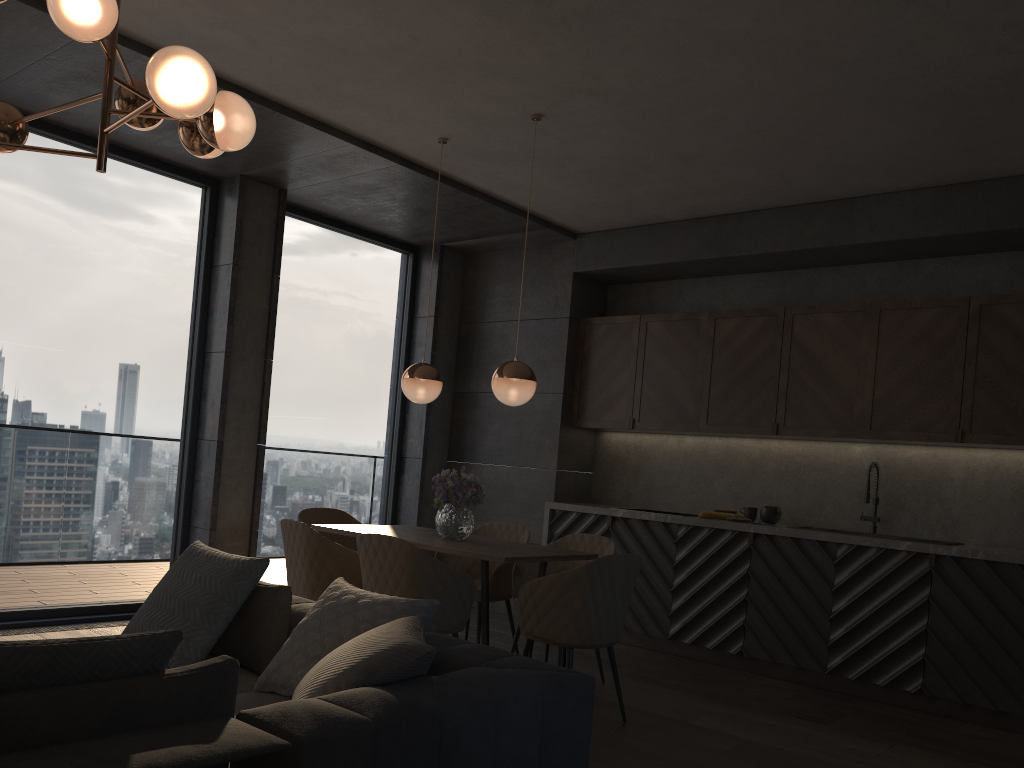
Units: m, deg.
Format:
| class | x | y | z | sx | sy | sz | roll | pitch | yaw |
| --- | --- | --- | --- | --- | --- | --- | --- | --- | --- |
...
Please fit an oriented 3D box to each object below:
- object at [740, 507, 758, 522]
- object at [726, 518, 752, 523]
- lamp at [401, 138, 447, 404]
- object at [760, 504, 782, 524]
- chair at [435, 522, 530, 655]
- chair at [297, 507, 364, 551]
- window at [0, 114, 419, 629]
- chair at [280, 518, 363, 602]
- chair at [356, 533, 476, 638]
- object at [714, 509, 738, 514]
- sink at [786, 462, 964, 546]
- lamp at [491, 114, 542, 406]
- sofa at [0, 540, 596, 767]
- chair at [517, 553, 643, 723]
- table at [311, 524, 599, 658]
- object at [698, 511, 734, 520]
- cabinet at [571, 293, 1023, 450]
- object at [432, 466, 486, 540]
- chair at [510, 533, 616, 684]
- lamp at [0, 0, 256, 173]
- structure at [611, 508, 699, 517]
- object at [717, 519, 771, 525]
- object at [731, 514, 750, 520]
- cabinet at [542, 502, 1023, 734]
| class | x | y | z | sx | sy | sz | roll | pitch | yaw |
| --- | --- | --- | --- | --- | --- | --- | --- | --- | --- |
| object | 1.651 | 0.907 | 6.144 | 0.112 | 0.103 | 0.090 | 6 | -3 | -17 |
| object | 1.546 | 0.928 | 6.011 | 0.171 | 0.020 | 0.170 | 7 | -6 | -24 |
| lamp | -0.468 | -0.652 | 5.130 | 0.240 | 1.542 | 0.238 | 5 | -1 | -44 |
| object | 1.768 | 0.891 | 6.043 | 0.136 | 0.137 | 0.153 | 4 | -3 | 13 |
| chair | -0.197 | 1.278 | 5.487 | 0.553 | 0.835 | 0.513 | 4 | -2 | 35 |
| chair | -1.071 | 1.202 | 5.463 | 0.509 | 0.835 | 0.558 | 3 | -2 | 45 |
| window | -3.274 | -0.133 | 4.802 | 0.198 | 2.993 | 7.309 | 5 | -4 | 40 |
| chair | -0.953 | 1.131 | 4.616 | 0.512 | 0.835 | 0.554 | 6 | -2 | -40 |
| chair | -0.485 | 1.132 | 4.224 | 0.553 | 0.835 | 0.513 | 4 | -2 | 35 |
| object | 1.515 | 0.923 | 6.266 | 0.156 | 0.068 | 0.117 | 3 | -5 | 25 |
| sink | 2.291 | 0.758 | 5.545 | 0.960 | 0.546 | 0.463 | 1 | -4 | 40 |
| lamp | 0.065 | -0.651 | 4.678 | 0.238 | 1.542 | 0.240 | 5 | 0 | 16 |
| sofa | -1.396 | 0.891 | 2.251 | 2.019 | 0.782 | 2.928 | 1 | -6 | 40 |
| chair | 0.309 | 1.202 | 4.257 | 0.509 | 0.835 | 0.558 | 3 | -2 | 45 |
| table | -0.376 | 1.237 | 4.870 | 1.463 | 0.768 | 0.773 | 1 | -5 | 40 |
| object | 1.441 | 0.918 | 6.136 | 0.301 | 0.054 | 0.071 | 6 | -4 | -9 |
| cabinet | 1.901 | -0.066 | 6.040 | 3.385 | 0.864 | 0.371 | 0 | -4 | 40 |
| object | -0.299 | 0.654 | 4.888 | 0.297 | 0.408 | 0.330 | 4 | -2 | 11 |
| chair | 0.284 | 1.276 | 5.051 | 0.553 | 0.835 | 0.513 | 3 | -2 | 40 |
| lamp | -1.393 | -1.182 | 3.058 | 1.461 | 1.037 | 1.020 | 4 | -3 | 17 |
| structure | 1.116 | 0.953 | 6.494 | 0.609 | 0.017 | 0.507 | 0 | -7 | 40 |
| object | 1.530 | 0.933 | 6.078 | 0.489 | 0.040 | 0.286 | 1 | -7 | 35 |
| object | 1.548 | 0.911 | 6.010 | 0.117 | 0.045 | 0.120 | 9 | -7 | -44 |
| cabinet | 1.700 | 1.421 | 5.944 | 3.385 | 0.948 | 0.604 | 0 | -4 | 40 |
